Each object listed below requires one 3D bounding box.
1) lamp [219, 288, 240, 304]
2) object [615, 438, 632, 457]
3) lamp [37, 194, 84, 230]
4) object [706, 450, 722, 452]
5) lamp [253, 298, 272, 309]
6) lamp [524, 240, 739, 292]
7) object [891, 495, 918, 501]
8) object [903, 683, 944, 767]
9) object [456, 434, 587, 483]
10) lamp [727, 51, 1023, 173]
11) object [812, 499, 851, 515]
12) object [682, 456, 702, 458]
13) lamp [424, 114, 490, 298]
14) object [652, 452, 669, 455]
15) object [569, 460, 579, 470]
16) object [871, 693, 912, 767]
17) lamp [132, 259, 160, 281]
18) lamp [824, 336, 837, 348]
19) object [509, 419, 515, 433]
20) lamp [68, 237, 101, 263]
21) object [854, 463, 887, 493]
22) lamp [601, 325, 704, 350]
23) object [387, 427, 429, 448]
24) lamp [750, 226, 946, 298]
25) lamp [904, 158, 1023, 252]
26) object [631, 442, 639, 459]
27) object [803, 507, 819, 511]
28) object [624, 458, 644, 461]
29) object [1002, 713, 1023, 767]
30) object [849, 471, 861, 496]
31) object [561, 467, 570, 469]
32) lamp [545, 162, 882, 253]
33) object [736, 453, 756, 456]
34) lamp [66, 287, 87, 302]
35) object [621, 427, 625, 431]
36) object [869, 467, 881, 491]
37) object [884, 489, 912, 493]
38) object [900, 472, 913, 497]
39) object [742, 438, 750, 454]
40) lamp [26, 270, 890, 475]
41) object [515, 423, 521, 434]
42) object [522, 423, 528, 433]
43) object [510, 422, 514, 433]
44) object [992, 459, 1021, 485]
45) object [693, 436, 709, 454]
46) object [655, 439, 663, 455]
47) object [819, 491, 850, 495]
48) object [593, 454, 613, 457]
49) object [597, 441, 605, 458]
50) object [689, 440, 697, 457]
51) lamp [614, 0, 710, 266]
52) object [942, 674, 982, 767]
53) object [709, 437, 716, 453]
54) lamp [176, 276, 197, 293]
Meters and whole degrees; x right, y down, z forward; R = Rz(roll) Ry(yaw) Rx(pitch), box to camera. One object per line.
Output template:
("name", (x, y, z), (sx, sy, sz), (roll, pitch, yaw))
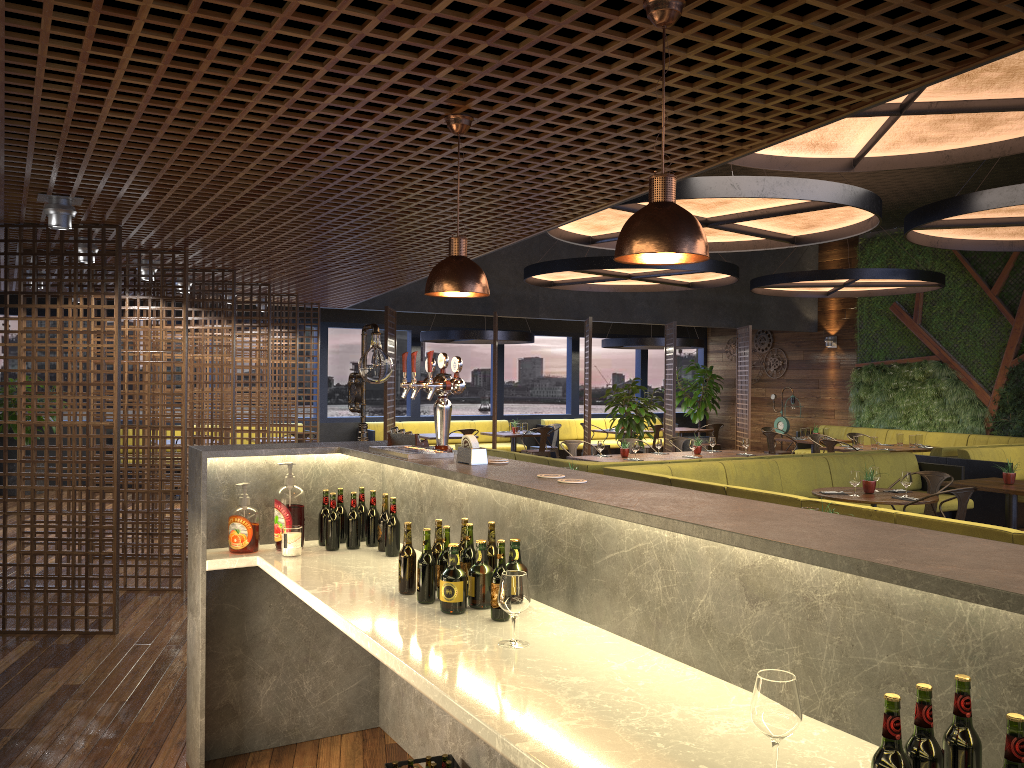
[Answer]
("lamp", (-3.224, -1.003, 10.091), (0.228, 0.172, 0.228), (0, 0, -30))
("object", (1.384, 0.768, 10.924), (0.238, 0.271, 0.260), (1, 0, -8))
("lamp", (-2.564, -0.969, 5.031), (0.228, 0.172, 0.228), (0, 0, -30))
("object", (2.724, 0.905, 11.967), (0.157, 0.019, 0.255), (0, 0, -30))
("lamp", (-3.191, -1.009, 11.327), (0.228, 0.172, 0.228), (0, 0, -30))
("lamp", (1.550, -2.076, 11.612), (2.778, 1.475, 2.778), (0, 0, -30))
("object", (3.234, 0.936, 7.292), (0.157, 0.019, 0.255), (0, 0, -23))
("object", (0.702, 0.641, 1.513), (0.063, 0.254, 0.063), (1, 0, 32))
("object", (0.061, 0.242, 3.025), (0.200, 0.106, 0.766), (0, 0, -30))
("lamp", (2.415, -2.211, 5.485), (2.778, 1.159, 2.778), (1, 0, 20))
("object", (1.863, 0.804, 5.247), (0.238, 0.271, 0.260), (1, 0, -8))
("object", (2.224, 0.905, 11.028), (0.157, 0.019, 0.255), (0, 0, -30))
("lamp", (-0.205, -0.675, 3.376), (0.250, 0.673, 0.250), (1, 0, 3))
("object", (1.936, 0.900, 11.515), (0.157, 0.019, 0.255), (0, 0, -30))
("object", (0.519, 0.777, 7.616), (0.260, 0.271, 0.238), (0, 0, -28))
("object", (0.626, 0.640, 1.462), (0.063, 0.254, 0.063), (0, 0, -33))
("lamp", (-3.180, -0.990, 7.724), (0.228, 0.172, 0.228), (0, 0, -30))
("lamp", (6.114, -0.808, 17.089), (0.189, 0.215, 0.215), (0, 0, -30))
("object", (0.063, 0.729, 15.618), (0.238, 0.271, 0.260), (1, 0, -8))
("lamp", (-3.141, -0.983, 6.538), (0.228, 0.172, 0.228), (0, 0, -30))
("object", (3.070, 0.803, 7.623), (0.238, 0.271, 0.260), (1, 0, -8))
("lamp", (2.749, -1.792, 17.286), (1.979, 2.172, 1.979), (0, 0, -45))
("object", (-0.468, 0.238, 3.988), (0.177, 0.091, 0.091), (1, 0, 35))
("lamp", (5.082, -2.126, 13.544), (2.778, 1.362, 2.778), (1, 0, 25))
("lamp", (4.733, -2.020, 7.253), (2.778, 1.475, 2.778), (1, 0, 19))
("object", (1.495, 0.806, 10.740), (0.097, 0.206, 0.097), (1, 0, 16))
("object", (1.818, 0.849, 5.413), (0.102, 0.178, 0.102), (0, 0, -44))
("object", (1.435, 0.900, 10.576), (0.157, 0.019, 0.255), (0, 0, -30))
("object", (0.781, 0.641, 1.378), (0.063, 0.254, 0.063), (0, 0, -38))
("object", (2.885, 0.837, 7.460), (0.097, 0.206, 0.097), (1, 0, 12))
("object", (0.475, 0.822, 7.756), (0.102, 0.178, 0.102), (0, 0, -44))
("lamp", (1.676, -2.053, 7.601), (2.778, 1.475, 2.778), (0, 0, -26))
("object", (3.012, 0.911, 11.480), (0.157, 0.019, 0.255), (0, 0, -30))
("lamp", (-4.943, -1.020, 10.090), (0.228, 0.172, 0.228), (0, 0, -30))
("object", (2.110, 0.744, 16.786), (0.238, 0.271, 0.260), (1, 0, -8))
("object", (3.196, 0.839, 7.815), (0.097, 0.206, 0.097), (1, 0, 9))
("object", (3.357, 0.935, 7.751), (0.255, 0.019, 0.157), (0, 0, -27))
("object", (3.311, 0.842, 7.448), (0.097, 0.206, 0.097), (1, 0, -5))
("object", (3.071, 0.817, 11.644), (0.097, 0.206, 0.097), (1, 0, 16))
("lamp", (-0.084, 0.303, 9.553), (9.057, 2.714, 3.017), (0, 0, -30))
("object", (0.098, 0.777, 15.437), (0.102, 0.178, 0.102), (0, 0, -44))
("object", (0.227, 0.777, 15.623), (0.102, 0.178, 0.102), (0, 0, -44))
("object", (0.009, 0.774, 15.785), (0.102, 0.178, 0.102), (0, 0, -44))
("object", (4.732, 0.816, 8.414), (0.260, 0.271, 0.238), (1, 0, 5))
("object", (2.403, 0.775, 11.508), (0.238, 0.271, 0.260), (1, 0, -8))
("object", (1.879, 0.806, 11.350), (0.097, 0.206, 0.097), (1, 0, 16))
("object", (2.775, 0.930, 7.597), (0.255, 0.019, 0.157), (1, 0, 2))
("object", (1.148, 0.894, 11.063), (0.157, 0.019, 0.255), (0, 0, -30))
("object", (1.090, 0.801, 10.898), (0.097, 0.206, 0.097), (1, 0, 16))
("object", (2.283, 0.811, 11.192), (0.097, 0.206, 0.097), (1, 0, 16))
("lamp", (0.396, -0.664, 2.328), (0.250, 0.673, 0.250), (1, 0, 3))
("object", (0.793, 0.641, 1.562), (0.063, 0.254, 0.063), (0, 0, -28))
("object", (2.667, 0.812, 11.802), (0.097, 0.206, 0.097), (1, 0, 16))
("lamp", (-3.288, -0.997, 8.870), (0.228, 0.172, 0.228), (0, 0, -30))
